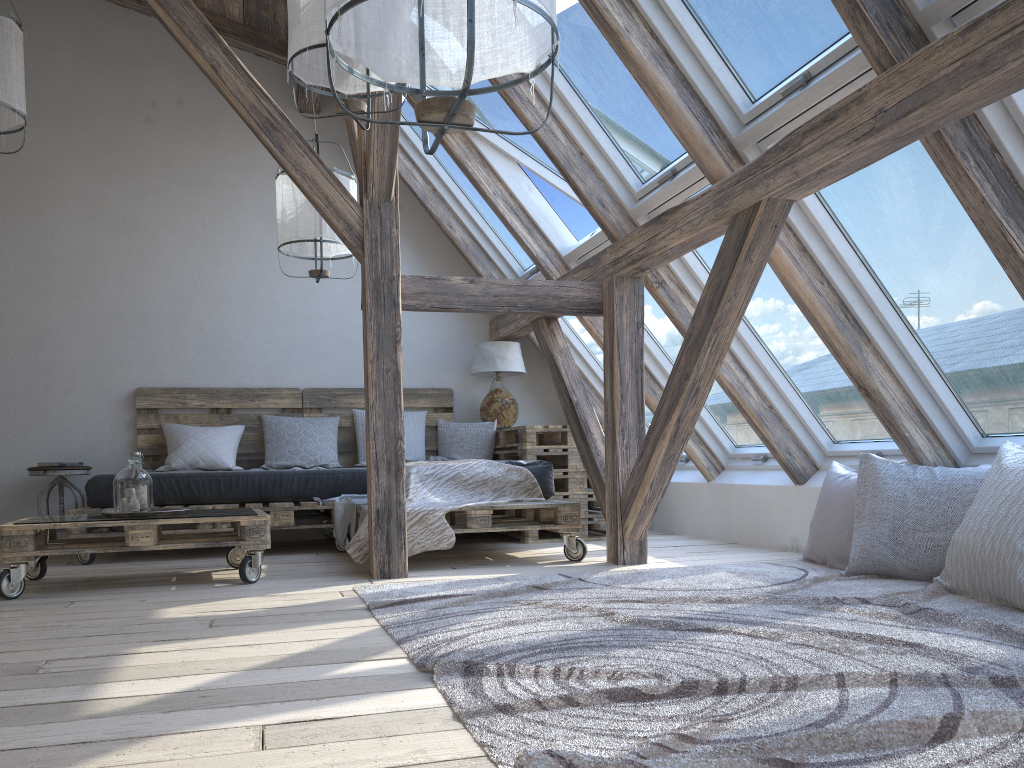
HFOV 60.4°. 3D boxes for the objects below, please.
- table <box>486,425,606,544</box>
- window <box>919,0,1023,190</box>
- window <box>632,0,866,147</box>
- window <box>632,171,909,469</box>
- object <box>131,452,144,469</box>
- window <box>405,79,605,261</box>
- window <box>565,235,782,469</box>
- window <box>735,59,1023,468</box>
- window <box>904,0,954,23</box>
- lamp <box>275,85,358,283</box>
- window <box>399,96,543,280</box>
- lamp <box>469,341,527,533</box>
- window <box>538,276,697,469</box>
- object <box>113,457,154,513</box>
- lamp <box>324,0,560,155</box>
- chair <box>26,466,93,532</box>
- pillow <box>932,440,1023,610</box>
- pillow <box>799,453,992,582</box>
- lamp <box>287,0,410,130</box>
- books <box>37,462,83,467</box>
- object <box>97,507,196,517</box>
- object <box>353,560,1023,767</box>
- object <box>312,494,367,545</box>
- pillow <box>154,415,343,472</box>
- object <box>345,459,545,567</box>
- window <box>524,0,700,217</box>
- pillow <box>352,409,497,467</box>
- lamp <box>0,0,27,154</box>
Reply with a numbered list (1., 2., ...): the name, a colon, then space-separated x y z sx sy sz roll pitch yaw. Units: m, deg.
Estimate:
1. table: 0.257 0.643 5.769 0.674 0.702 1.019 -1 -3 -16
2. window: 1.715 -0.422 2.063 1.095 1.278 0.856 -1 0 -16
3. window: 0.478 -1.535 2.627 1.095 1.278 0.856 -1 0 -16
4. window: 1.205 -0.255 3.830 1.095 1.278 0.856 -1 0 -16
5. object: -1.643 0.435 3.869 0.071 0.268 0.154 -2 0 -16
6. window: 0.011 -1.367 4.406 1.349 1.278 0.856 -1 0 -16
7. window: 0.949 -0.171 4.714 1.095 1.278 0.856 -1 0 -16
8. window: 1.460 -0.338 2.947 1.095 1.278 0.856 -1 0 -16
9. window: 0.733 -1.618 1.743 1.095 1.278 0.856 -1 0 -16
10. lamp: -1.009 -1.303 4.497 0.400 1.520 0.406 0 2 25
11. window: -0.289 -1.284 5.277 1.095 1.278 0.856 -1 0 -16
12. lamp: -0.195 0.393 6.159 0.389 1.286 0.823 -2 0 -31
13. window: 0.694 -0.088 5.597 1.095 1.278 0.856 -1 0 -16
14. object: -1.597 0.431 3.710 0.156 0.247 0.155 -1 0 42
15. lamp: -0.137 -1.395 1.503 0.400 1.898 0.406 0 2 25
16. chair: -2.685 0.749 5.248 0.353 0.521 0.354 -1 0 -13
17. pillow: 1.766 0.409 2.554 0.467 0.562 1.276 -1 -4 -15
18. pillow: 1.516 0.535 3.516 0.434 0.524 1.137 -1 -4 -24
19. lamp: -0.558 -1.554 2.928 0.406 1.307 0.400 -2 2 -40
20. books: -2.678 0.476 5.219 0.150 0.021 0.205 -2 -5 13
21. object: -1.575 0.554 3.800 0.395 0.021 0.396 -2 -5 4
22. object: 0.846 0.643 2.280 2.186 0.056 3.198 0 -5 -16
23. object: -0.777 0.753 4.915 0.504 0.277 0.710 1 -5 -32
24. pillow: -1.627 0.360 5.512 1.129 0.356 0.351 0 -2 -16
25. object: -0.307 0.601 4.251 0.811 0.473 1.011 -2 -4 14
26. window: 0.222 -1.451 3.510 1.095 1.278 0.856 -1 0 -16
27. pillow: -0.580 0.353 5.846 0.967 0.400 0.387 -1 -1 0
28. lamp: -2.121 -1.442 3.394 0.408 1.085 0.399 -1 1 25
